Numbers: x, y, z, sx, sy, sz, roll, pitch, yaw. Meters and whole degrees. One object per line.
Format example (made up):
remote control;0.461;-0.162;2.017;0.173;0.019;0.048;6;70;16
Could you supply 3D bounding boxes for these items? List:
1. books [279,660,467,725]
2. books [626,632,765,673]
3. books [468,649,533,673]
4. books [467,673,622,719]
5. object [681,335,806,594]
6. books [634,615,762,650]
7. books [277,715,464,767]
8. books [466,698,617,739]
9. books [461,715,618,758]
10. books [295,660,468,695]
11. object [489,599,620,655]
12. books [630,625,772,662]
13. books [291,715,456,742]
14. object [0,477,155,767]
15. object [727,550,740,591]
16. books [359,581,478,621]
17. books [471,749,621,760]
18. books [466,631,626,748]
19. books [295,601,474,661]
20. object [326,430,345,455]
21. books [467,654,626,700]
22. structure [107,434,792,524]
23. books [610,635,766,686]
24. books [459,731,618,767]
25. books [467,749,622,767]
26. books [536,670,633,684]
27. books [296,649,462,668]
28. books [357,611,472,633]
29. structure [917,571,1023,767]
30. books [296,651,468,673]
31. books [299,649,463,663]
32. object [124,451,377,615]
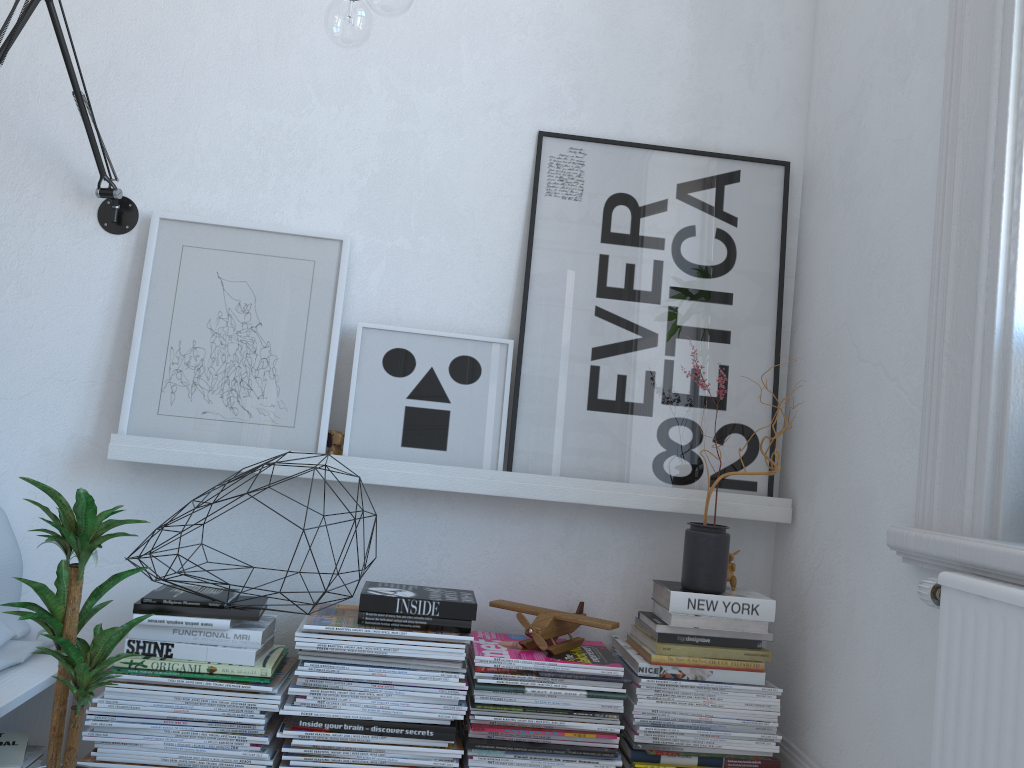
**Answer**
books;-0.282;0.637;1.874;0.375;0.062;0.289;6;-4;-5
books;0.395;0.590;1.952;0.245;0.020;0.223;6;-4;-6
books;-0.025;0.585;1.875;0.121;0.010;0.173;6;-4;-7
books;0.059;0.665;1.902;0.306;0.007;0.255;6;-4;-5
object;0.496;0.180;1.956;0.293;0.553;0.157;5;-4;5
books;0.408;0.551;1.972;0.233;0.020;0.187;6;-4;-7
books;-0.288;0.736;1.863;0.375;0.080;0.304;6;-4;-6
books;0.049;0.706;1.908;0.298;0.007;0.280;6;-4;-7
books;0.045;0.737;1.903;0.308;0.012;0.290;6;-4;-6
books;-0.265;0.590;1.878;0.351;0.041;0.293;6;-4;-7
object;0.083;0.534;1.952;0.258;0.086;0.257;6;-4;-10
books;0.410;0.571;1.958;0.257;0.021;0.202;6;-4;-8
books;-0.278;0.681;1.835;0.319;0.027;0.208;6;-4;-4
object;-0.740;0.505;1.470;0.250;0.683;0.201;5;-4;13
object;0.484;0.410;1.989;0.045;0.101;0.050;4;-4;19
books;-0.195;0.452;1.856;0.235;0.035;0.163;6;-4;-5
books;0.055;0.748;1.895;0.306;0.009;0.247;6;-4;-7
books;0.064;0.652;1.910;0.318;0.162;0.272;6;-4;-5
books;-0.268;0.515;1.877;0.348;0.053;0.295;6;-4;-8
object;-0.418;0.146;2.048;0.098;0.079;0.035;2;-6;42
books;0.065;0.629;1.909;0.311;0.012;0.260;6;-4;-6
structure;-0.118;0.219;2.049;1.534;0.056;0.138;6;-4;-5
books;0.382;0.614;1.986;0.271;0.026;0.286;6;-4;-5
books;0.051;0.820;1.892;0.319;0.116;0.270;6;-4;-6
books;0.057;0.757;1.892;0.313;0.011;0.241;6;-4;-4
books;0.142;0.603;1.887;0.193;0.009;0.182;6;-4;-5
books;-0.267;0.551;1.823;0.329;0.007;0.129;6;-4;-3
books;-0.204;0.484;1.879;0.228;0.029;0.199;6;-4;-5
structure;0.675;0.471;1.031;0.049;0.418;0.742;6;-4;-5
books;-0.264;0.562;1.847;0.339;0.010;0.173;6;-4;-4
books;-0.270;0.546;1.865;0.326;0.008;0.194;6;-4;-6
object;-0.516;0.296;1.841;0.478;0.326;0.317;5;-4;12
